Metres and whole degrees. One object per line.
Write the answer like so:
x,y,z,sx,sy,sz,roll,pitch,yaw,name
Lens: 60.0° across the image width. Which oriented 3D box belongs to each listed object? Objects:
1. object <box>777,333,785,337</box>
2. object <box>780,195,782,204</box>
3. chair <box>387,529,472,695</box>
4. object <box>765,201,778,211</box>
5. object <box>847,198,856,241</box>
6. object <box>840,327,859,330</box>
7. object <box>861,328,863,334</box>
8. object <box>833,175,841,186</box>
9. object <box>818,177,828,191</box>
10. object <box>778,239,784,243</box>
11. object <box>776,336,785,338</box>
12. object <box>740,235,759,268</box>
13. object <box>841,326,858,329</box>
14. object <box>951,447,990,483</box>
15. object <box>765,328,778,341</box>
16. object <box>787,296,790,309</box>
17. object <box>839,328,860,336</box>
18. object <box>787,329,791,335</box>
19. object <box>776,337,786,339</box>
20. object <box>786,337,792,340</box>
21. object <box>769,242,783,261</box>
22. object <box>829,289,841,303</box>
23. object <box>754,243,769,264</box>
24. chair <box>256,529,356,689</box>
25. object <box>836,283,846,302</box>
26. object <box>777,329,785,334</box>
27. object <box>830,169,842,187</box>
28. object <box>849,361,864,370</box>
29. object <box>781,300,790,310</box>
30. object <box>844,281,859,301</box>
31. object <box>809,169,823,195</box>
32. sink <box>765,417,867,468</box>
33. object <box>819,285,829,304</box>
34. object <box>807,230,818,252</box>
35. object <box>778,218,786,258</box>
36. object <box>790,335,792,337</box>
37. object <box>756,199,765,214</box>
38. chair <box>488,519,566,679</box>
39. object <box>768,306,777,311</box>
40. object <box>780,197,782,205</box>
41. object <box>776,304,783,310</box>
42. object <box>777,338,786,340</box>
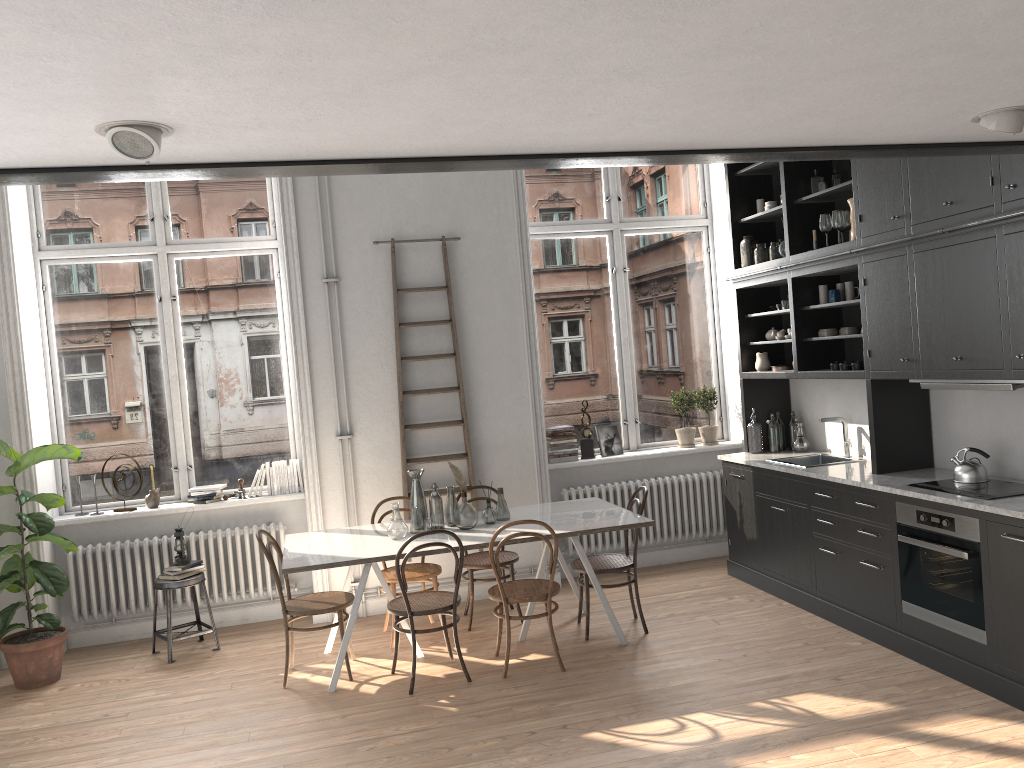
2.020,-0.365,6.659,0.058,0.033,0.056,-6,2,-39,object
2.048,-1.354,6.658,0.059,0.135,0.082,-4,2,10,object
-0.503,1.269,5.177,0.437,0.921,0.549,-5,2,-18,chair
1.963,-1.329,6.715,0.096,0.095,0.096,-4,2,21,object
2.130,-1.016,5.485,0.094,0.267,0.116,-4,2,29,object
2.280,-0.359,5.989,0.123,0.036,0.123,-5,2,-26,object
2.235,-0.366,5.613,0.058,0.094,0.058,-4,2,26,object
2.175,-1.337,5.932,0.044,0.121,0.058,-4,2,14,object
2.097,-1.332,5.979,0.053,0.125,0.041,-3,3,44,object
2.047,-0.996,6.690,0.092,0.184,0.092,-3,3,42,object
2.022,-0.351,6.661,0.085,0.017,0.085,-5,2,-18,object
1.823,-1.013,6.795,0.118,0.238,0.118,-6,2,-28,object
2.279,-0.367,5.989,0.112,0.036,0.112,-4,2,29,object
2.510,0.439,4.864,0.171,0.186,0.171,-5,2,-2,object
2.011,-0.383,6.818,0.140,0.100,0.125,-6,2,-32,object
2.074,-0.603,6.572,0.060,0.107,0.060,-3,3,44,object
2.280,-0.351,5.989,0.132,0.038,0.132,-4,2,34,object
2.046,-0.380,6.512,0.039,0.055,0.049,-4,2,7,object
2.023,-0.344,6.659,0.085,0.015,0.085,-5,2,0,object
2.050,-0.335,6.508,0.085,0.015,0.085,-5,2,-27,object
1.955,-0.973,6.576,0.096,0.150,0.096,-6,2,-25,object
2.171,-0.588,5.978,0.082,0.093,0.140,-3,2,42,object
1.879,-0.972,6.663,0.114,0.155,0.114,-5,2,-10,object
-1.241,1.323,5.423,0.549,0.921,0.437,-5,2,-5,chair
2.240,-0.617,6.059,0.082,0.135,0.059,-4,2,15,object
2.019,-0.384,6.658,0.055,0.047,0.058,-5,2,2,object
2.207,-1.370,6.033,0.065,0.177,0.084,-4,2,9,object
2.209,-0.120,5.650,0.104,0.059,0.088,-5,2,-5,object
2.010,-0.577,6.503,0.064,0.069,0.064,-3,2,34,object
2.266,-0.616,5.922,0.059,0.135,0.082,-6,2,-30,object
2.084,-1.372,6.067,0.084,0.199,0.065,-4,2,9,object
2.132,0.498,6.194,0.514,0.505,0.526,-5,2,-13,sink
2.147,-0.610,6.092,0.059,0.135,0.082,-3,3,45,object
2.062,-0.973,6.033,0.123,0.161,0.123,-5,2,-5,object
1.939,-1.067,6.247,0.134,0.358,0.134,-3,2,32,object
2.042,-0.353,6.445,0.049,0.054,0.039,-4,2,12,object
1.913,-1.347,6.813,0.059,0.135,0.082,-4,2,15,object
0.073,1.219,5.276,0.438,0.921,0.549,-5,2,-2,chair
2.024,-0.577,6.874,0.071,0.047,0.071,-4,2,25,object
1.998,-1.385,6.390,0.132,0.219,0.132,-6,2,-39,object
1.997,-0.567,6.586,0.071,0.047,0.071,-4,2,25,object
2.024,-0.337,6.659,0.085,0.015,0.085,-5,2,0,object
